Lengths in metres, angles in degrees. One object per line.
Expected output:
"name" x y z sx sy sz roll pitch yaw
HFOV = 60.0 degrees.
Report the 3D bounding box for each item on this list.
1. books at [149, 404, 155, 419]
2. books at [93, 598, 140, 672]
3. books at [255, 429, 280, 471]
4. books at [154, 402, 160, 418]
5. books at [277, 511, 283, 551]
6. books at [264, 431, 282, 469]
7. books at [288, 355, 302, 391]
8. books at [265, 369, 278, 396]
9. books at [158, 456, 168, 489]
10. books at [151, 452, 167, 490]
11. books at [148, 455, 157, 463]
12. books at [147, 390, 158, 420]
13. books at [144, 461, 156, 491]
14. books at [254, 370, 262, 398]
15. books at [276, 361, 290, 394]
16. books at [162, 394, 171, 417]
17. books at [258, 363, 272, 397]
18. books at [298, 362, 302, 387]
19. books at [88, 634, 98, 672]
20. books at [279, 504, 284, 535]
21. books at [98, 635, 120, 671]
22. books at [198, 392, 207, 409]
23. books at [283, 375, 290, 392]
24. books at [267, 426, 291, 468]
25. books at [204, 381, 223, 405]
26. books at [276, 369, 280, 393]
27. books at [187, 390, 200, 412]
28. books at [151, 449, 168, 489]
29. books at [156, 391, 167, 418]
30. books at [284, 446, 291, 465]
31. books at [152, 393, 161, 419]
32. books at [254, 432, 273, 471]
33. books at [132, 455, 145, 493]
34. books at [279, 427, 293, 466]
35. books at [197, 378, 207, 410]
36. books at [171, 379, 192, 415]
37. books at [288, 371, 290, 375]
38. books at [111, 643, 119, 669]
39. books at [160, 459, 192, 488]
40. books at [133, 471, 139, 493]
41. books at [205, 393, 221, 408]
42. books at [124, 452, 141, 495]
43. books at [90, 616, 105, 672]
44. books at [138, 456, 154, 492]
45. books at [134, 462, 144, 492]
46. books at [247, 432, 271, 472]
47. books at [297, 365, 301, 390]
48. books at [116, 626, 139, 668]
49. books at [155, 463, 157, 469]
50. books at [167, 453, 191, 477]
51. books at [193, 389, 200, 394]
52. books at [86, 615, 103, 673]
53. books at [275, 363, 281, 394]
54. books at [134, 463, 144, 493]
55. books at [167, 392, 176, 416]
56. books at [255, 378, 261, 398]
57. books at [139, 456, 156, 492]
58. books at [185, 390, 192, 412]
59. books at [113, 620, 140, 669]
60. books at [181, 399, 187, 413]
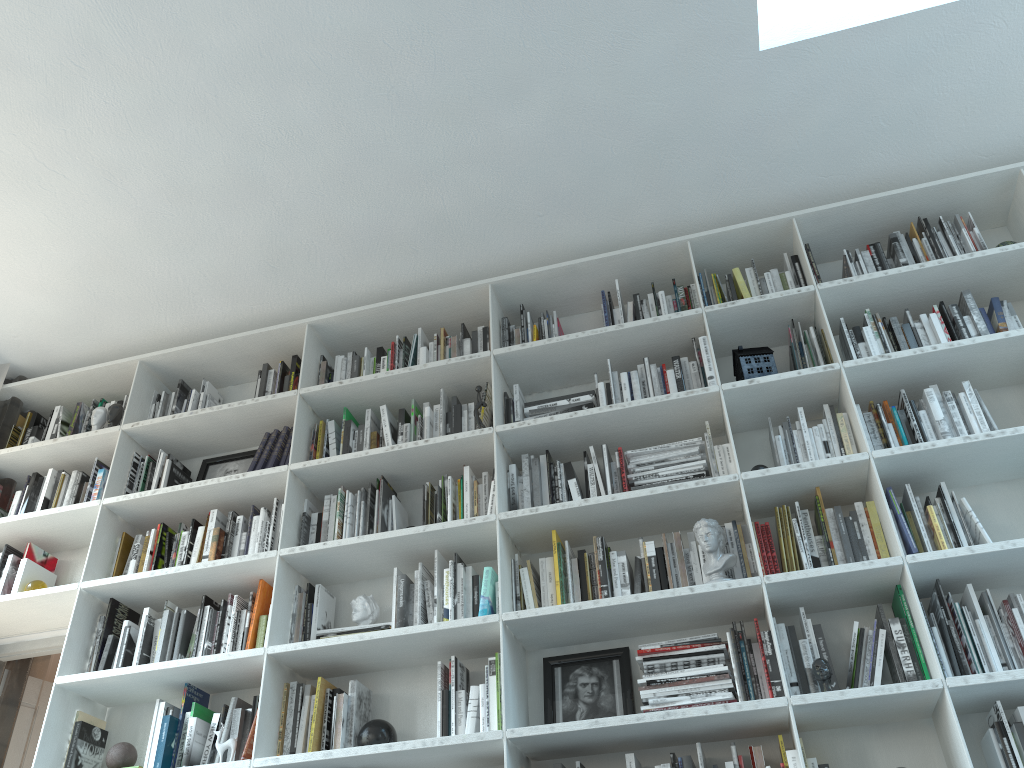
"books" -1.628 0.213 4.084 0.017 0.203 0.143 -11 -37 11
"books" -1.540 1.024 3.451 0.012 0.332 0.185 -11 -37 11
"books" -1.017 0.359 3.766 0.110 0.278 0.175 -11 -37 11
"books" -1.597 0.207 4.084 0.032 0.209 0.159 -11 -37 11
"books" -0.839 0.634 3.474 0.039 0.201 0.237 -11 -37 11
"books" -0.990 0.365 3.776 0.110 0.278 0.175 -11 -37 11
"books" -0.949 0.035 3.965 0.025 0.295 0.164 -11 -37 11
"books" -1.056 0.079 3.977 0.028 0.247 0.156 -11 -37 11
"books" -1.473 0.457 3.848 0.011 0.248 0.169 -11 -37 11
"books" -1.492 0.451 3.846 0.023 0.256 0.184 -11 -37 11
"books" -1.581 0.468 3.889 0.006 0.287 0.145 -11 -37 11
"books" -1.639 0.187 4.116 0.007 0.283 0.160 -11 -37 11
"books" -1.527 0.474 3.842 0.018 0.217 0.187 -11 -37 11
"books" -1.122 0.091 4.014 0.013 0.276 0.151 -11 -37 11
"books" -1.002 0.058 3.974 0.011 0.273 0.184 -11 -37 11
"books" -1.549 0.186 4.070 0.013 0.223 0.178 -11 -37 11
"books" -1.082 0.072 3.992 0.024 0.278 0.189 -11 -37 11
"books" -0.898 0.049 3.951 0.031 0.253 0.179 -11 -37 11
"books" -1.573 1.093 3.439 0.026 0.208 0.156 -11 -37 11
"books" -0.870 0.630 3.519 0.035 0.262 0.178 -11 -37 11
"books" -1.512 1.084 3.407 0.037 0.181 0.190 -11 -37 11
"books" -1.379 0.166 4.036 0.014 0.200 0.171 -11 -37 11
"books" -0.969 0.089 3.947 0.027 0.189 0.178 -11 -37 11
"books" -0.967 0.346 3.756 0.097 0.281 0.175 -11 -37 11
"books" -1.390 0.142 4.079 0.015 0.291 0.131 -11 -37 11
"books" -1.013 0.064 3.972 0.010 0.262 0.157 -11 -37 11
"books" -1.421 0.161 4.035 0.021 0.212 0.174 -11 -37 11
"books" -1.504 0.450 3.863 0.005 0.279 0.191 -11 -37 11
"books" -1.578 0.183 4.085 0.012 0.248 0.181 -11 -37 11
"books" -0.906 0.347 3.767 0.078 0.284 0.175 -11 -37 11
"books" -1.617 0.192 4.102 0.007 0.257 0.157 -11 -37 11
"books" -1.034 0.374 3.785 0.110 0.278 0.175 -11 -37 11
"books" -1.613 0.472 3.890 0.006 0.285 0.149 -11 -37 11
"books" -0.929 0.349 3.767 0.078 0.284 0.175 -11 -37 11
"books" -1.403 0.134 4.074 0.007 0.299 0.146 -11 -37 11
"books" -1.491 0.143 4.061 0.015 0.278 0.191 -11 -37 11
"books" -0.983 0.080 3.989 0.013 0.253 0.130 -11 -37 11
"books" -1.484 1.079 3.425 0.042 0.207 0.144 -11 -37 11
"books" -1.452 0.461 3.825 0.012 0.212 0.186 -11 -37 11
"books" -1.600 0.505 3.867 0.015 0.205 0.173 -11 -37 11
"books" -1.364 0.166 4.043 0.013 0.208 0.137 -11 -37 11
"books" -1.629 0.466 3.886 0.005 0.291 0.185 -11 -37 11
"books" -1.556 1.057 3.437 0.027 0.264 0.177 -11 -37 11
"books" -1.564 0.469 3.867 0.009 0.258 0.185 -11 -37 11
"books" -1.577 0.482 3.858 0.009 0.227 0.185 -11 -37 11
"books" -1.058 0.373 3.782 0.110 0.278 0.175 -11 -37 11
"books" -0.920 0.058 3.968 0.022 0.259 0.153 -11 -37 11
"books" -1.436 1.056 3.392 0.028 0.202 0.189 -11 -37 11
"books" -1.514 0.468 3.856 0.019 0.242 0.154 -11 -37 11
"books" -1.463 0.452 3.846 0.012 0.253 0.167 -11 -37 11
"books" -1.446 0.160 4.065 0.013 0.251 0.130 -11 -37 11
"books" -1.591 1.072 3.471 0.012 0.283 0.160 -11 -37 11
"books" -1.021 0.065 3.989 0.013 0.282 0.167 -11 -37 11
"books" -1.573 0.481 3.844 0.004 0.213 0.187 -11 -37 11
"books" -1.534 0.179 4.076 0.016 0.241 0.157 -11 -37 11
"books" -1.105 0.104 3.983 0.028 0.217 0.154 -11 -37 11
"books" -1.551 0.465 3.850 0.004 0.244 0.190 -11 -37 11
"books" -1.435 0.165 4.045 0.013 0.218 0.182 -11 -37 11
"books" -1.458 1.053 3.414 0.022 0.234 0.178 -11 -37 11
"books" -1.464 0.188 4.043 0.026 0.181 0.162 -11 -37 11
